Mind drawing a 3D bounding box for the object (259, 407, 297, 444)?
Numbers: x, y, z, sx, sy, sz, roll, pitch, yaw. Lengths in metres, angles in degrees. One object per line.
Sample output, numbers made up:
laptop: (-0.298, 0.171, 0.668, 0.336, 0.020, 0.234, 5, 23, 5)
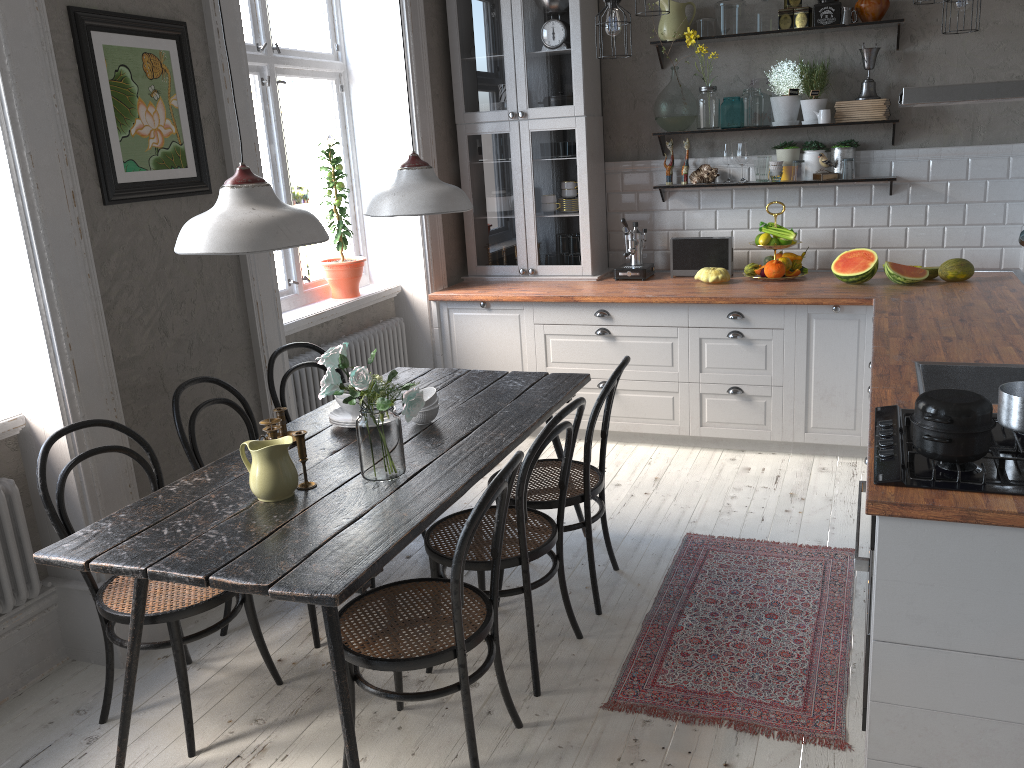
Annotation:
object: (-0.783, 0.139, 3.017, 0.139, 0.112, 0.140, -2, 15, 4)

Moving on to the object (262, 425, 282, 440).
object: (-0.710, 0.203, 2.657, 0.061, 0.172, 0.063, 10, 21, 41)

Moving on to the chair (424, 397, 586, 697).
chair: (-0.021, 0.479, 2.870, 0.539, 0.921, 0.445, 5, 18, 28)

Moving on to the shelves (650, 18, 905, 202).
shelves: (1.448, -1.461, 4.923, 1.298, 0.924, 0.231, 2, 17, 20)

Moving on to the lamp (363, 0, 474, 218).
lamp: (-0.383, -1.487, 2.823, 0.373, 1.860, 0.386, 5, 18, 28)

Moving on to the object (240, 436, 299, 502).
object: (-0.691, 0.239, 2.527, 0.151, 0.170, 0.134, -8, 16, -16)

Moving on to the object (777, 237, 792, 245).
object: (1.495, -0.778, 4.870, 0.076, 0.062, 0.100, -5, 15, -5)

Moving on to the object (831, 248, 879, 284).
object: (1.794, -0.612, 4.638, 0.231, 0.174, 0.222, 11, 21, 42)

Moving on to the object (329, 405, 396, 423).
object: (-0.533, 0.110, 3.169, 0.232, 0.027, 0.242, 11, 21, 43)

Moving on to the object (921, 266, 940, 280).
object: (2.174, -0.582, 4.642, 0.202, 0.073, 0.119, -7, 16, -15)

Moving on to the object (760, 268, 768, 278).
object: (1.415, -0.631, 4.967, 0.069, 0.076, 0.230, -2, 15, 5)

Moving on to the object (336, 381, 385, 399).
object: (-0.537, 0.056, 3.154, 0.178, 0.094, 0.181, 0, 16, 12)

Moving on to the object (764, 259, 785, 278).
object: (1.430, -0.629, 4.822, 0.114, 0.111, 0.110, -6, 16, -10)

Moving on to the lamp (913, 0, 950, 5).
lamp: (1.762, -2.487, 3.603, 0.149, 1.736, 0.144, -15, 19, -35)

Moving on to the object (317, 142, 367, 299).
object: (-0.928, -0.868, 4.713, 0.265, 0.813, 0.254, -17, 20, -39)

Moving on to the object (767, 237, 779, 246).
object: (1.431, -0.773, 4.857, 0.062, 0.061, 0.067, 3, 17, 21)

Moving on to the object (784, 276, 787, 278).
object: (1.520, -0.599, 4.941, 0.065, 0.014, 0.066, -9, 16, -20)

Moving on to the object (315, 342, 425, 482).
object: (-0.401, 0.076, 2.597, 0.308, 0.414, 0.254, 2, 16, 19)

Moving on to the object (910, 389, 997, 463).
object: (1.056, 0.099, 2.125, 0.190, 0.147, 0.193, -3, 15, 1)

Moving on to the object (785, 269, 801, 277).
object: (1.541, -0.610, 4.862, 0.069, 0.051, 0.088, -9, 16, -20)

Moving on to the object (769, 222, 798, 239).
object: (1.509, -0.850, 4.913, 0.177, 0.096, 0.090, 10, 20, 40)

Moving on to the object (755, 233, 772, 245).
object: (1.401, -0.798, 4.929, 0.095, 0.078, 0.101, -1, 16, 8)

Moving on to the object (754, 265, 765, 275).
object: (1.395, -0.636, 4.955, 0.090, 0.057, 0.084, -14, 19, -35)

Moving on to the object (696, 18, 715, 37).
object: (1.075, -1.968, 4.915, 0.102, 0.111, 0.104, 2, 17, 21)

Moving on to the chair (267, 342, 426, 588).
chair: (-0.669, 0.300, 3.652, 0.538, 0.921, 0.446, 7, 19, 33)

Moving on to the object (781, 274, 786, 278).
object: (1.478, -0.609, 4.892, 0.070, 0.065, 0.070, 10, 21, 41)

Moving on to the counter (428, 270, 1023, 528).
counter: (0.687, -0.213, 3.793, 3.117, 0.039, 3.436, 3, 16, 21)

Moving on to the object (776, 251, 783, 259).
object: (1.507, -0.701, 4.985, 0.084, 0.093, 0.088, 1, 16, 17)

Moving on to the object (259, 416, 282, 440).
object: (-0.739, 0.182, 2.743, 0.096, 0.172, 0.096, -3, 15, 3)

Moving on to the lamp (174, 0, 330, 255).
lamp: (-0.720, -1.246, 2.017, 0.386, 1.860, 0.372, -13, 18, -29)

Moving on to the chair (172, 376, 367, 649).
chair: (-0.869, 0.430, 3.219, 0.542, 0.921, 0.443, 2, 16, 18)

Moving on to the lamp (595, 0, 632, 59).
lamp: (0.388, -2.252, 3.616, 0.148, 1.736, 0.145, -7, 16, -11)

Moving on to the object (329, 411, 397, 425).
object: (-0.533, 0.118, 3.171, 0.239, 0.027, 0.235, -6, 16, -10)

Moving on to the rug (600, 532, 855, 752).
rug: (0.842, 0.825, 3.136, 0.726, 0.014, 1.306, 3, 17, 22)

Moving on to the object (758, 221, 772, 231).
object: (1.396, -0.867, 4.879, 0.073, 0.058, 0.051, -4, 15, -2)

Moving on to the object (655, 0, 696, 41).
object: (0.902, -2.010, 4.903, 0.187, 0.216, 0.176, 7, 19, 34)

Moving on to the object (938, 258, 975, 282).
object: (2.280, -0.586, 4.545, 0.206, 0.119, 0.130, -8, 16, -15)

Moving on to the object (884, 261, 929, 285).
object: (2.016, -0.565, 4.511, 0.223, 0.127, 0.149, -2, 15, 4)

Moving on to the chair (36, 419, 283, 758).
chair: (-1.074, 0.580, 2.717, 0.539, 0.921, 0.445, 5, 18, 28)

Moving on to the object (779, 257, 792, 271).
object: (1.495, -0.659, 4.874, 0.089, 0.078, 0.087, -17, 20, -40)

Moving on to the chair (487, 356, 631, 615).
chair: (0.178, 0.349, 3.301, 0.542, 0.921, 0.443, 2, 16, 18)

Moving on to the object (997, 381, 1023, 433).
object: (1.391, 0.056, 2.242, 0.178, 0.134, 0.298, -13, 18, -32)

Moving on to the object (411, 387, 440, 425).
object: (-0.318, 0.080, 3.126, 0.122, 0.119, 0.130, 8, 19, 36)

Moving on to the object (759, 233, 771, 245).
object: (1.385, -0.792, 4.852, 0.058, 0.069, 0.080, 10, 20, 40)

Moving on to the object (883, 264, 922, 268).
object: (2.100, -0.610, 4.771, 0.195, 0.067, 0.105, 5, 17, 27)

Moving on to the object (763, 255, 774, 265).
object: (1.482, -0.694, 5.005, 0.157, 0.076, 0.077, -17, 20, -40)

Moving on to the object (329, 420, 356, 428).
object: (-0.532, 0.127, 3.173, 0.232, 0.027, 0.242, 9, 20, 38)

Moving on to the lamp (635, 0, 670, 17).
lamp: (0.538, -2.397, 3.511, 0.146, 1.736, 0.147, -2, 16, 8)

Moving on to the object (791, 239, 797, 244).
object: (1.544, -0.787, 4.882, 0.051, 0.050, 0.050, 6, 18, 30)

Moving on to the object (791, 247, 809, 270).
object: (1.585, -0.694, 4.902, 0.060, 0.120, 0.128, 11, 21, 43)

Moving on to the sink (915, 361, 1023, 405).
sink: (1.554, -0.107, 2.762, 0.521, 0.721, 0.492, 2, 17, 21)

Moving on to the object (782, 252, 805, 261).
object: (1.562, -0.703, 4.916, 0.125, 0.056, 0.060, 0, 16, 13)

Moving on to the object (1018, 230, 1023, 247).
object: (2.447, -0.835, 4.177, 0.076, 0.379, 0.084, 2, 17, 21)

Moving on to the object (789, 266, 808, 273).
object: (1.570, -0.653, 4.975, 0.055, 0.044, 0.213, -12, 18, -28)

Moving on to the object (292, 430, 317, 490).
object: (-0.609, 0.221, 2.584, 0.058, 0.167, 0.060, 7, 19, 34)

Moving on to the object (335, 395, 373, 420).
object: (-0.536, 0.075, 3.159, 0.178, 0.094, 0.181, 0, 16, 12)

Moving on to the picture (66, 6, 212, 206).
picture: (-1.275, -0.961, 3.100, 0.019, 0.620, 0.528, 3, 17, 22)

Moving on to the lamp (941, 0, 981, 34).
lamp: (1.939, -2.400, 3.713, 0.147, 1.736, 0.146, -6, 16, -6)

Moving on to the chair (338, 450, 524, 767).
chair: (-0.218, 0.623, 2.387, 0.542, 0.921, 0.443, 2, 16, 18)

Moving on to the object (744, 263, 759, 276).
object: (1.371, -0.651, 5.001, 0.154, 0.072, 0.075, -15, 19, -37)
